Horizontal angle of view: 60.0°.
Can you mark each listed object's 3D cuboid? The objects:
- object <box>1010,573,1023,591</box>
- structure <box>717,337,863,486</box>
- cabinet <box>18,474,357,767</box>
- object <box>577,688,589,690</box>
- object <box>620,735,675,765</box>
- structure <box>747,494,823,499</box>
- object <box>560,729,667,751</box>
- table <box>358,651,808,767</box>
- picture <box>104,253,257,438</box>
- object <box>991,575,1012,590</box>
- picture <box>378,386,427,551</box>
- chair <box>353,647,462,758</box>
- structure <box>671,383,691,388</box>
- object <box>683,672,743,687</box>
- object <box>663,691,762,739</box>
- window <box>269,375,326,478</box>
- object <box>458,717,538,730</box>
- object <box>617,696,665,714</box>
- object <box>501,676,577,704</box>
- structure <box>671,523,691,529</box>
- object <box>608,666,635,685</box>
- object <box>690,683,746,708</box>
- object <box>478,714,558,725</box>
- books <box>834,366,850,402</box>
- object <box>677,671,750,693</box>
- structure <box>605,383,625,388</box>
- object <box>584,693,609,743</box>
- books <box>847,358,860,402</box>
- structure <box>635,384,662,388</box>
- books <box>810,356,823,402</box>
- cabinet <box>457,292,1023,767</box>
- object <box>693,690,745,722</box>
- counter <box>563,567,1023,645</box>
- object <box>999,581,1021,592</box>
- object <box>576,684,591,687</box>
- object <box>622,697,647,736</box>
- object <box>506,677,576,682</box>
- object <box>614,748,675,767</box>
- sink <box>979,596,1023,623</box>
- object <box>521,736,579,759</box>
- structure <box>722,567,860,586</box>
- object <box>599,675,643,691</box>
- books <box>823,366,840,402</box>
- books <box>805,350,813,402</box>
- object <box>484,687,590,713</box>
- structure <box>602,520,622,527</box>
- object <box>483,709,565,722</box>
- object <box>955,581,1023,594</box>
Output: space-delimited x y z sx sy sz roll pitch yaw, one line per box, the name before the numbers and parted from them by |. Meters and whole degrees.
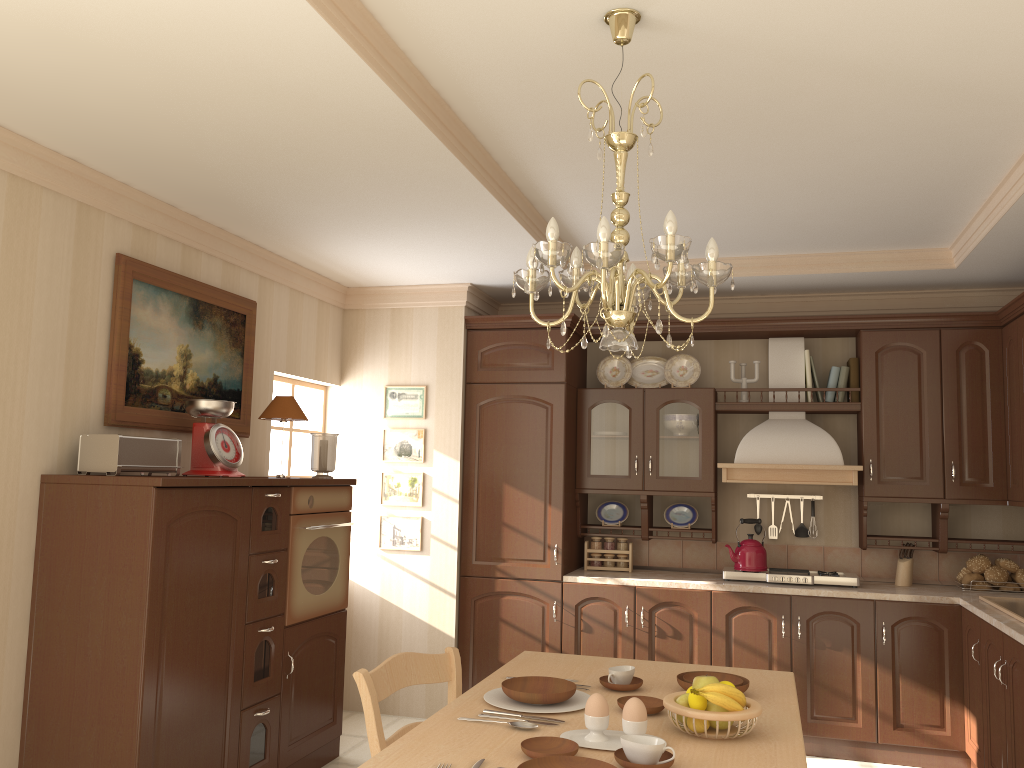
object | 2.693 1.049 4.698 0.091 0.100 0.125 0 -6 11
structure | 1.570 0.144 5.056 0.753 0.845 0.455 0 -6 16
cabinet | -1.230 1.071 3.739 0.538 1.349 1.513 0 -6 16
object | 0.121 0.875 2.568 0.218 0.008 0.022 -1 -6 18
object | 0.286 0.781 1.870 0.119 0.055 0.063 -2 -7 30
structure | 1.600 0.661 5.206 0.422 0.020 0.008 0 -6 16
object | 0.233 0.824 2.046 0.245 0.005 0.157 0 -6 13
table | 0.251 1.232 2.191 0.900 0.774 1.567 0 -6 16
picture | -1.430 -0.126 3.956 0.036 0.687 0.990 0 -6 16
object | 2.608 1.051 4.733 0.114 0.094 0.098 2 -6 -4
picture | -0.646 0.490 5.226 0.268 0.964 0.010 0 -6 16
chair | -0.130 1.221 2.491 0.517 0.846 0.462 -2 -7 33
structure | 1.008 -0.031 5.273 0.110 0.126 0.080 0 -6 16
object | 0.575 0.861 2.538 0.168 0.034 0.168 -2 -7 27
object | 0.486 0.808 2.156 0.235 0.068 0.235 4 -7 -27
window | -1.275 0.522 5.007 0.050 1.100 0.765 0 -6 16
object | -0.036 0.829 2.171 0.219 0.011 0.047 -1 -7 25
object | 0.339 0.845 2.323 0.126 0.026 0.127 3 -6 -19
object | 0.073 0.837 2.407 0.204 0.042 0.204 0 -6 16
structure | 1.001 0.792 5.243 0.110 0.126 0.080 0 -6 16
object | 0.313 0.853 2.567 0.063 0.055 0.119 -5 -8 45
object | 0.512 0.752 2.120 0.184 0.085 0.066 6 -7 -36
object | 0.016 0.837 2.208 0.216 0.004 0.022 -1 -6 21
books | 1.888 0.012 5.086 0.080 0.209 0.205 0 -6 16
object | 0.575 0.866 2.539 0.204 0.042 0.204 5 -7 -35
structure | 0.623 -0.029 5.383 0.110 0.126 0.080 0 -6 16
object | 0.198 0.775 2.071 0.058 0.104 0.058 2 -6 -5
books | 1.952 -0.011 5.073 0.052 0.254 0.205 0 -6 16
structure | 0.830 -0.024 5.381 0.154 0.126 0.080 0 -6 16
books | 1.760 -0.017 5.142 0.068 0.271 0.194 0 -6 16
cabinet | 1.088 0.681 4.124 3.226 2.313 2.436 0 -6 16
object | 0.510 0.768 2.099 0.176 0.094 0.064 6 -7 -37
counter | 1.367 1.014 3.995 2.603 0.034 2.422 0 -6 16
object | 2.621 1.069 4.671 0.103 0.060 0.105 0 -6 11
object | 0.129 0.879 2.605 0.212 0.008 0.018 0 -6 15
object | 0.282 0.774 2.038 0.058 0.104 0.058 2 -6 -5
object | 0.090 0.885 2.658 0.218 0.004 0.028 1 -6 6
object | 0.279 0.797 1.872 0.126 0.026 0.127 1 -6 7
sink | 2.365 0.931 3.789 0.448 0.348 1.077 0 -6 16
object | 0.082 0.798 1.928 0.126 0.026 0.127 1 -6 7
structure | 1.525 1.054 4.878 0.710 0.054 0.325 0 -6 16
object | 0.316 0.870 2.571 0.126 0.026 0.127 -4 -8 43
books | 1.841 0.013 5.109 0.086 0.209 0.205 0 -6 16
books | 1.721 -0.035 5.148 0.042 0.305 0.194 0 -6 16
object | 0.072 0.855 2.404 0.299 0.009 0.299 0 -6 14
structure | 0.606 0.795 5.358 0.110 0.126 0.080 0 -6 16
object | 0.031 0.839 2.240 0.221 0.008 0.023 -1 -6 21
object | 2.568 1.072 4.711 0.364 0.060 0.199 0 -6 16
